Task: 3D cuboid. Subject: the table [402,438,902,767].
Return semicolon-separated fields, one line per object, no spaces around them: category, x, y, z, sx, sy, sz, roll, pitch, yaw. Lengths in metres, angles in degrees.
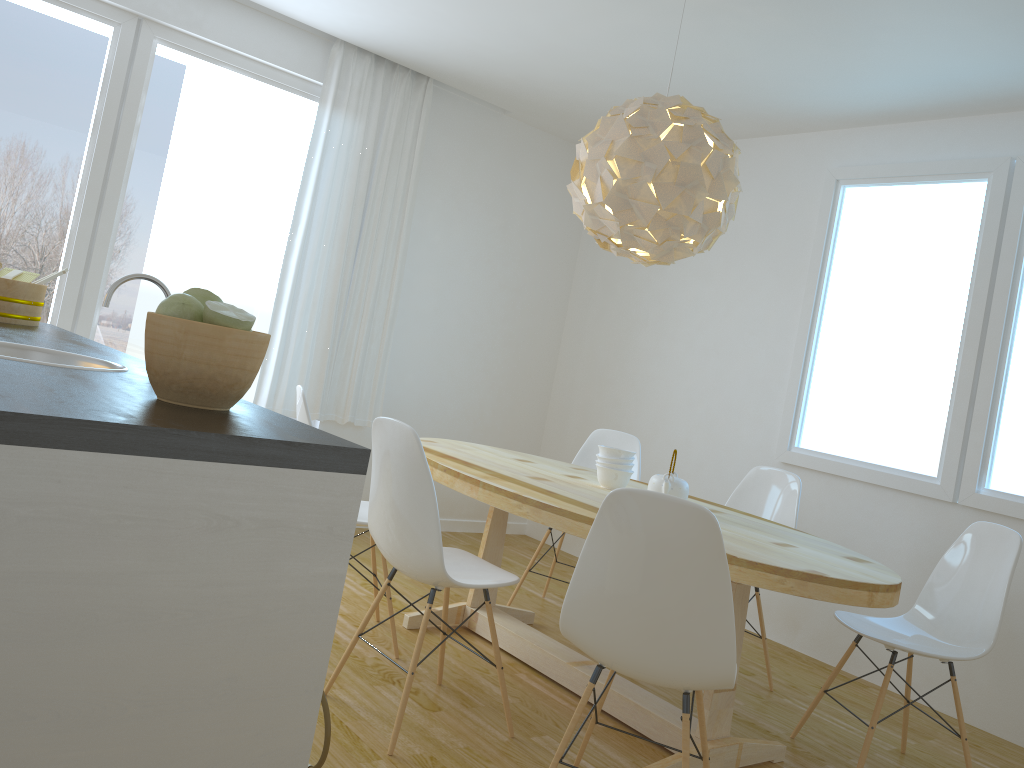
table;0.300;0.763;3.286;1.186;0.727;2.201;11;1;-40

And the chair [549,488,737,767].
chair;0.348;0.704;2.224;0.431;0.904;0.520;10;-2;21

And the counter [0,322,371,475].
counter;-1.189;-0.081;2.119;0.597;0.040;2.413;10;1;-39

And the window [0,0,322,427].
window;-2.038;-0.873;4.356;2.709;1.922;0.089;11;-2;-39

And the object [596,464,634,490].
object;0.392;0.366;3.433;0.152;0.083;0.152;11;0;1

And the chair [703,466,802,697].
chair;0.900;0.782;3.747;0.519;0.904;0.432;12;-2;-39

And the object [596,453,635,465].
object;0.395;0.318;3.434;0.150;0.096;0.152;11;0;-22

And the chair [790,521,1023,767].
chair;1.371;0.887;3.041;0.522;0.904;0.430;11;-2;-9

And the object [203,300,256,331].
object;-0.475;-0.102;1.481;0.085;0.065;0.084;11;0;-27

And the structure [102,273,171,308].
structure;-0.821;-0.137;1.965;0.161;0.216;0.097;12;-2;-38

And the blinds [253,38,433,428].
blinds;-0.877;-0.847;5.027;0.789;2.165;0.150;13;-3;-38

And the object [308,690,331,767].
object;-0.209;0.810;1.987;0.473;0.502;1.182;11;0;29

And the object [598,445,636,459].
object;0.401;0.291;3.438;0.151;0.087;0.152;11;0;-10

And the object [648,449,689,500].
object;0.562;0.338;3.193;0.176;0.212;0.148;12;-2;-39

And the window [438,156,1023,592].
window;1.152;-0.176;3.197;2.533;2.058;1.889;11;-1;-39

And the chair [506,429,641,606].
chair;0.343;0.665;4.263;0.432;0.904;0.520;10;-2;26

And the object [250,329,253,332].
object;-0.503;-0.079;1.553;0.098;0.086;0.081;11;-1;16

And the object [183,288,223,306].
object;-0.554;-0.134;1.579;0.077;0.072;0.074;11;-1;-14

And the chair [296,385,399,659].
chair;-0.632;0.493;3.344;0.521;0.904;0.430;11;-2;-19

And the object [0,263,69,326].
object;-1.736;-0.330;2.914;0.377;0.214;0.430;11;0;-10

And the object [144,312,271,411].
object;-0.532;-0.035;1.521;0.206;0.142;0.204;11;0;13

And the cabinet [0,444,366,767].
cabinet;-1.279;0.386;2.098;0.597;0.912;2.413;12;0;-39

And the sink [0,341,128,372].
sink;-1.031;0.009;1.849;0.404;0.157;0.403;11;1;3

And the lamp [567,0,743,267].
lamp;0.587;-0.992;3.336;0.642;1.138;0.642;12;-2;-39

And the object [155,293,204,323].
object;-0.562;-0.105;1.503;0.086;0.099;0.102;11;-1;-18

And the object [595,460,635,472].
object;0.393;0.342;3.434;0.151;0.093;0.152;11;0;1
